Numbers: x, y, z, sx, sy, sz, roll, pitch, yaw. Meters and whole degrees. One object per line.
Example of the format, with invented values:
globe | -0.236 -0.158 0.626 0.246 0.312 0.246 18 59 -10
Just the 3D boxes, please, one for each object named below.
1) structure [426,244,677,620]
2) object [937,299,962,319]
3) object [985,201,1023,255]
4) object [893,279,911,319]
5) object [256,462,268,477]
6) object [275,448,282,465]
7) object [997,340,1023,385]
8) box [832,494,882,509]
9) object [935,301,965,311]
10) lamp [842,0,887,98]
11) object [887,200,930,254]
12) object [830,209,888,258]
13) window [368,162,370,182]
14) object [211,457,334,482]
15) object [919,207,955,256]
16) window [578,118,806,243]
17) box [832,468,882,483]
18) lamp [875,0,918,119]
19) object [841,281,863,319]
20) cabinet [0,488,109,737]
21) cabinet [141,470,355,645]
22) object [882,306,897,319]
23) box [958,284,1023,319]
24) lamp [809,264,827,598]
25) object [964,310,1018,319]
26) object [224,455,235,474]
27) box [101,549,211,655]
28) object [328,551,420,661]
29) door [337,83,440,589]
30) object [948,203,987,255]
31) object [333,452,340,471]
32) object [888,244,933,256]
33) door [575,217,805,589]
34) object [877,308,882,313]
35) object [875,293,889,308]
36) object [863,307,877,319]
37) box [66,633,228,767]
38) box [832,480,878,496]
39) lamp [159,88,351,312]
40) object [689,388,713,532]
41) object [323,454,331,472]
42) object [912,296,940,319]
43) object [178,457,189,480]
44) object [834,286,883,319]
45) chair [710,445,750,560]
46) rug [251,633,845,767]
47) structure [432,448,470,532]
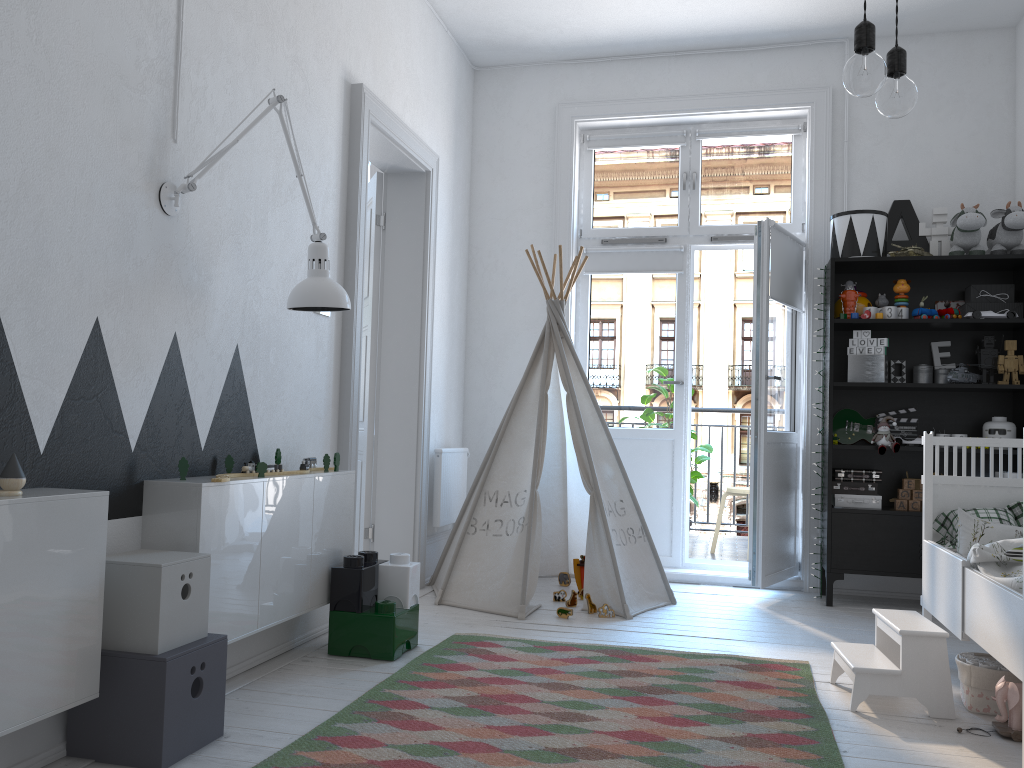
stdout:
structure | 0.201 0.160 4.339 1.143 1.749 1.143 2 -3 -10
object | 2.123 -0.359 4.313 0.087 0.112 0.122 2 -3 -15
object | 2.332 -0.717 4.230 0.211 0.253 0.387 2 -3 -2
object | 1.902 -0.409 4.328 0.077 0.213 0.077 4 -4 -42
object | -0.755 0.258 2.675 0.006 0.046 0.037 -1 -4 41
object | -0.784 0.256 2.973 0.009 0.080 0.037 1 -3 8
object | 2.369 -0.099 4.212 0.114 0.221 0.052 1 -3 14
box | 1.704 0.576 4.393 0.215 0.062 0.179 1 -3 14
object | 2.304 -0.353 4.429 0.347 0.131 0.037 1 -3 14
lamp | 0.520 -1.241 2.243 0.074 1.529 1.382 2 -3 -11
object | 1.983 -0.761 4.518 0.343 0.344 0.057 1 -3 14
object | 1.778 -0.727 4.491 0.272 0.259 0.395 -1 -4 43
window | -1.456 -0.636 5.829 1.357 1.901 0.094 1 -3 14
object | -0.764 0.266 2.834 0.111 0.047 0.902 1 -3 9
object | 2.143 -0.733 4.445 0.190 0.290 0.065 1 -3 19
window | 1.003 -1.142 5.011 1.263 0.660 0.101 1 -3 14
box | 1.708 0.454 4.400 0.215 0.062 0.179 1 -3 14
lamp | 0.619 -1.233 2.341 0.074 1.529 1.382 2 -3 -11
object | 1.668 -0.410 4.363 0.105 0.203 0.072 1 -3 22
cabinet | -1.113 0.435 1.524 0.183 0.454 0.970 1 -3 14
cabinet | -0.790 0.515 2.807 0.183 0.454 0.970 1 -3 14
object | 1.832 -0.339 4.302 0.067 0.067 0.067 1 -3 15
box | 2.330 -0.386 4.315 0.251 0.189 0.179 1 -3 14
lamp | 1.995 0.240 4.384 0.985 1.683 0.095 1 -3 12
object | 2.258 -0.323 4.185 0.230 0.048 0.098 1 -3 4
object | -0.868 0.249 2.723 0.029 0.063 0.007 3 -3 -23
box | -0.880 0.521 2.152 0.202 0.205 0.199 1 -3 14
object | -0.482 0.770 3.134 0.246 0.331 0.247 1 -3 14
door | -0.648 -0.087 4.253 0.505 2.176 1.466 2 -3 -1
object | 2.184 -0.720 4.263 0.154 0.253 0.370 1 -3 22
object | -0.628 0.279 3.178 0.009 0.066 0.054 1 -3 5
object | 1.936 -0.651 4.335 0.338 0.100 0.121 4 -4 -41
door | 0.898 0.090 4.716 1.263 1.838 0.637 1 -3 16
object | 1.814 -0.336 4.367 0.067 0.067 0.067 2 -3 -12
object | 1.862 -0.376 4.464 0.063 0.160 0.063 2 -3 -7
object | 1.751 -0.340 4.338 0.067 0.067 0.067 1 -3 15
box | -0.875 0.754 2.146 0.254 0.259 0.251 1 -3 14
box | 1.688 0.515 4.401 0.215 0.062 0.179 1 -3 14
lamp | -0.772 -0.571 2.690 0.651 0.655 0.200 4 -4 -42
object | 1.043 0.500 6.002 0.720 1.224 0.489 0 -3 24
object | -0.651 0.276 3.114 0.007 0.063 0.029 -1 -4 41
object | 2.006 -0.363 4.300 0.121 0.126 0.087 2 -3 -9
object | -0.900 0.232 2.429 0.029 0.063 0.007 3 -3 -23
object | 1.718 -0.400 4.423 0.197 0.197 0.318 1 -3 11
chair | 1.609 0.763 5.817 0.498 0.715 0.436 3 -3 -31
rug | 0.165 0.908 2.307 1.320 0.016 2.029 1 -3 14
structure | -0.308 0.574 4.772 0.075 0.460 0.636 1 -3 11
